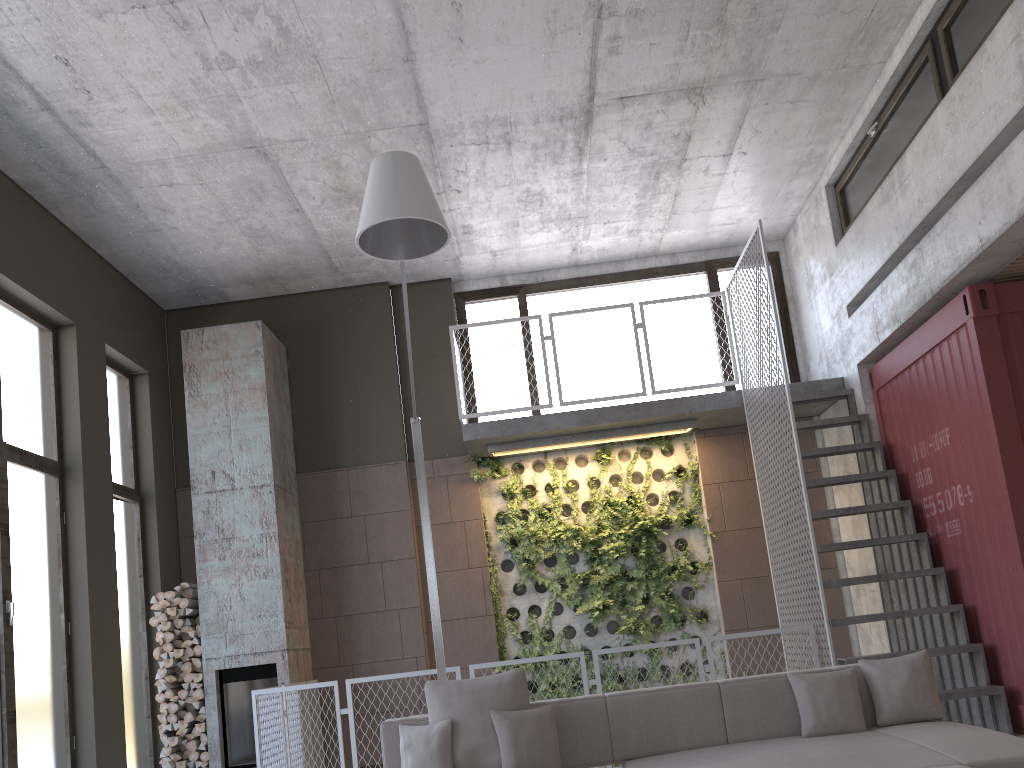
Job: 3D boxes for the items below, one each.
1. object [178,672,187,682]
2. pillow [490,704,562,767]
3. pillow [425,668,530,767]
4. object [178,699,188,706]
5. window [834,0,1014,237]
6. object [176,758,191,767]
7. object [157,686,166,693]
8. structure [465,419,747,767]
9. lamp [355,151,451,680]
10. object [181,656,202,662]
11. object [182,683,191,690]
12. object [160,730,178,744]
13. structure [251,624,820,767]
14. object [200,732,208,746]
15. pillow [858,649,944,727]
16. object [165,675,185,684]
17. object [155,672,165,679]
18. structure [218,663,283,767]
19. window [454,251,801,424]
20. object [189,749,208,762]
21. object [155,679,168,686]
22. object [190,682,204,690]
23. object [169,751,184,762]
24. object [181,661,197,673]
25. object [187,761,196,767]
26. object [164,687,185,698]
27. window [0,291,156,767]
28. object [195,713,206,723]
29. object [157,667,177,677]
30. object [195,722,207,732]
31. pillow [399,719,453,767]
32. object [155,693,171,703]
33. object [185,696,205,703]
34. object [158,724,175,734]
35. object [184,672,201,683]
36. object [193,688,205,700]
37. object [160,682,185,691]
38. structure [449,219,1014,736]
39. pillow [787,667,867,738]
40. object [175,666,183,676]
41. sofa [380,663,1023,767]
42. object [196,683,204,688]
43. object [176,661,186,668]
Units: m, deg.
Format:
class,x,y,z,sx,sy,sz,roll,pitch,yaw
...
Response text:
class,x,y,z,sx,sy,sz,roll,pitch,yaw
object,-3.066,2.791,8.387,0.101,0.084,0.374,-7,-16,1
pillow,0.088,1.859,4.550,0.376,0.362,0.174,-1,-12,-25
pillow,-0.176,1.822,4.675,0.564,0.543,0.226,-8,-10,3
object,-3.062,3.005,8.310,0.064,0.072,0.370,-7,-16,-1
window,2.859,-2.777,3.982,0.113,0.589,8.698,-7,-16,0
object,-3.010,3.554,8.239,0.093,0.081,0.494,-7,-16,1
object,-3.240,2.901,8.341,0.067,0.082,0.438,-7,-16,3
structure,0.977,2.117,8.886,2.629,3.723,1.029,-7,-9,1
lamp,-0.387,0.931,4.986,0.754,3.333,2.708,-5,-12,-12
object,-3.039,2.612,8.339,0.089,0.055,0.342,-7,-16,1
object,-3.016,2.868,8.340,0.067,0.065,0.435,-7,-16,1
object,-3.223,3.346,8.314,0.070,0.114,0.375,-7,-16,0
structure,0.233,2.868,7.741,4.429,0.910,1.985,-7,-15,1
object,-2.816,3.315,8.229,0.064,0.121,0.375,-7,-16,2
pillow,2.063,1.609,4.645,0.363,0.357,0.192,-8,-10,6
object,-3.166,2.813,8.377,0.115,0.077,0.448,-7,-16,1
object,-3.280,2.773,8.377,0.067,0.069,0.436,-7,-16,1
structure,-2.406,3.090,8.158,0.576,0.904,0.058,-7,-8,1
window,1.236,-0.365,9.513,3.567,1.707,0.112,-7,-8,1
object,-2.905,3.475,8.254,0.092,0.090,0.450,-7,-16,1
object,-3.263,2.829,8.340,0.122,0.066,0.375,-7,-16,0
object,-2.936,2.856,8.338,0.067,0.065,0.435,-7,-16,1
object,-3.083,3.499,8.275,0.115,0.077,0.448,-7,-16,1
object,-3.026,2.675,8.298,0.098,0.104,0.303,-7,-16,0
object,-2.933,3.554,8.237,0.067,0.065,0.435,-7,-16,1
object,-3.169,2.935,8.355,0.091,0.087,0.469,-7,-16,1
window,-3.757,0.571,4.029,0.209,4.045,9.492,-7,-15,-1
object,-2.863,3.152,8.315,0.115,0.077,0.448,-7,-16,0
object,-3.224,2.738,8.349,0.091,0.087,0.469,-7,-16,2
object,-2.847,3.221,8.280,0.093,0.081,0.494,-7,-16,1
pillow,-0.455,1.973,4.633,0.375,0.367,0.152,-15,-13,34
object,-3.252,2.973,8.349,0.091,0.089,0.450,-7,-16,1
object,-2.963,2.978,8.305,0.122,0.066,0.374,-7,-16,2
object,-3.223,3.245,8.317,0.079,0.104,0.450,-7,-16,0
object,-2.989,2.789,8.357,0.092,0.090,0.450,-7,-16,1
object,-2.890,2.897,8.220,0.101,0.100,0.301,-7,-16,-1
object,-3.187,2.838,8.261,0.071,0.070,0.435,-7,-16,1
structure,1.449,1.174,7.846,3.685,4.203,3.119,-7,-11,1
pillow,1.676,1.687,4.629,0.370,0.350,0.191,-7,-10,1
object,-3.130,2.753,8.430,0.104,0.099,0.301,-7,-16,1
sofa,0.746,1.701,3.557,2.998,0.764,3.104,-7,-16,1
object,-2.891,2.824,8.229,0.063,0.046,0.258,-7,-16,-1
object,-3.093,2.665,8.361,0.064,0.072,0.370,-7,-16,2
